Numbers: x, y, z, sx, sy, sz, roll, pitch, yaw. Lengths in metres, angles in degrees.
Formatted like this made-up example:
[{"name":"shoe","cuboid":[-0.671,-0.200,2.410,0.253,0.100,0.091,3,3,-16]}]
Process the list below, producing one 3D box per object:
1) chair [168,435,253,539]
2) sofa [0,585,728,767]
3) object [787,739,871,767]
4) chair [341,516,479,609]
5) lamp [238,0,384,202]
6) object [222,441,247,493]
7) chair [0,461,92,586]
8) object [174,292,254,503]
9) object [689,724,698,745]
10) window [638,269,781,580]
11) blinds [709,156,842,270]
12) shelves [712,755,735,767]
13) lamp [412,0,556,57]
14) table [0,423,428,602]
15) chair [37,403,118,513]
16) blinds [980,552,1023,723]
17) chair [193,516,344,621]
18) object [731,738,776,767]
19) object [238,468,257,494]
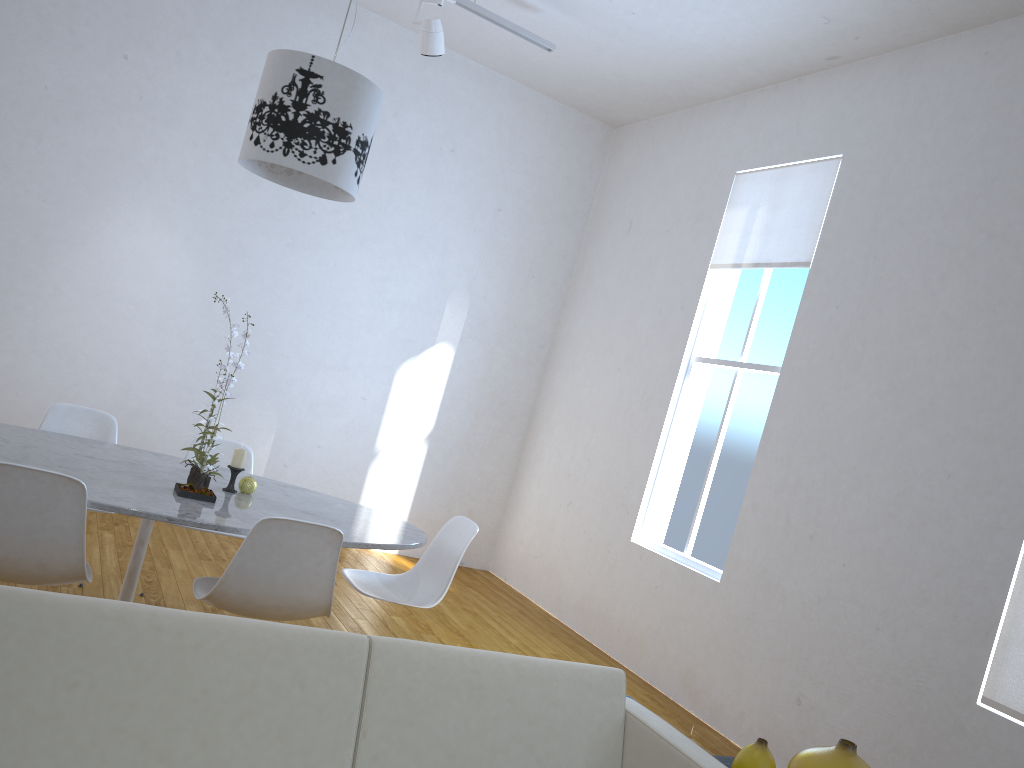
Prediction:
[{"name":"chair","cuboid":[-1.187,0.419,3.578,0.407,0.352,0.418,16,-1,-24]},{"name":"sofa","cuboid":[-0.224,0.829,0.694,5.356,0.679,9.690,17,-1,-27]},{"name":"object","cuboid":[0.699,0.880,1.921,0.206,0.215,0.207,16,0,14]},{"name":"chair","cuboid":[-0.385,0.642,3.337,0.420,0.352,0.404,16,-1,-25]},{"name":"lamp","cuboid":[-0.512,-1.423,2.982,0.398,1.538,0.400,16,0,29]},{"name":"object","cuboid":[-0.940,0.281,3.026,0.059,0.176,0.058,16,0,-42]},{"name":"chair","cuboid":[-1.309,0.357,2.385,0.407,0.352,0.418,16,-1,-23]},{"name":"object","cuboid":[-0.917,0.048,2.796,0.166,0.638,0.202,16,0,1]},{"name":"object","cuboid":[0.421,0.863,2.117,0.071,0.104,0.071,16,0,0]},{"name":"window","cuboid":[1.190,-0.093,4.607,0.074,2.129,0.772,16,0,-27]},{"name":"blinds","cuboid":[1.333,-0.859,4.563,0.007,0.556,0.759,16,0,-27]},{"name":"shelves","cuboid":[0.549,1.183,1.906,0.350,0.451,0.727,16,-1,-27]},{"name":"lamp","cuboid":[-1.138,-2.113,4.017,3.129,0.486,0.204,17,0,-30]},{"name":"table","cuboid":[-1.239,0.609,2.907,1.917,0.623,1.067,16,-1,-28]},{"name":"chair","cuboid":[-1.650,0.282,3.345,0.407,0.352,0.418,16,-1,-29]},{"name":"blinds","cuboid":[2.054,0.111,2.677,0.007,2.111,0.759,16,0,-27]},{"name":"chair","cuboid":[-0.718,0.532,2.677,0.407,0.352,0.418,16,-1,-28]},{"name":"object","cuboid":[0.531,0.861,1.954,0.095,0.160,0.096,16,0,14]},{"name":"object","cuboid":[-0.912,0.334,3.077,0.062,0.091,0.063,16,0,21]}]
